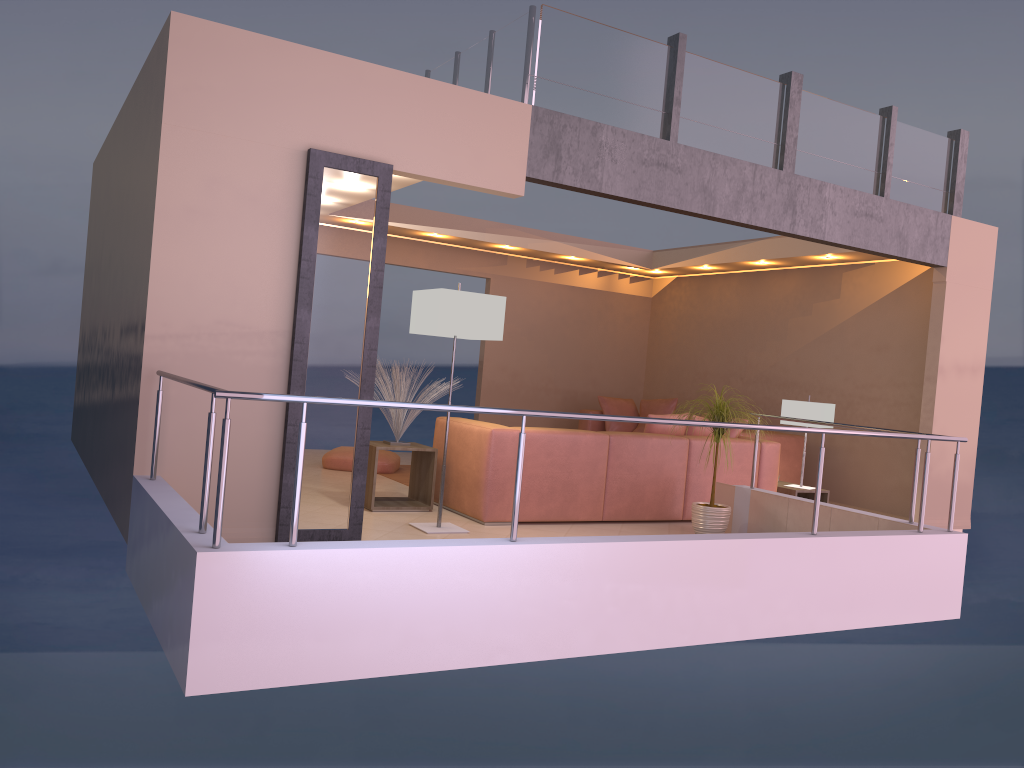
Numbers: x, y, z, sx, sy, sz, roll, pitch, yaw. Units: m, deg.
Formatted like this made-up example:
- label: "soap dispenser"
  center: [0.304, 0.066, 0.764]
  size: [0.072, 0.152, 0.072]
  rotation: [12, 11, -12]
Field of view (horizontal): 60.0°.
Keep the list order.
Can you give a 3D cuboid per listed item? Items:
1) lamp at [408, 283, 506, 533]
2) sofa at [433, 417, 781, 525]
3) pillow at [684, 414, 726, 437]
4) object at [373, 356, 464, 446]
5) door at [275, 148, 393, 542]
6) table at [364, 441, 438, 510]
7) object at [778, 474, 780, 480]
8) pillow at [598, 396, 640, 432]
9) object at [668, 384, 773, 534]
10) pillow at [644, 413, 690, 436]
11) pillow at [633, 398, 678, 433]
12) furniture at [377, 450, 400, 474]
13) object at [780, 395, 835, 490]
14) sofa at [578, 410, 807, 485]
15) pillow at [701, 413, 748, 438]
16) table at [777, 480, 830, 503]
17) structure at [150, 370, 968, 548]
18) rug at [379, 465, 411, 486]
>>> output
- label: "lamp"
  center: [-0.403, 0.140, 5.690]
  size: [0.454, 1.578, 0.454]
  rotation: [5, 1, -30]
- label: "sofa"
  center: [0.793, 0.686, 7.033]
  size: [2.781, 0.672, 0.943]
  rotation: [5, 1, -30]
- label: "pillow"
  center: [1.539, 0.472, 7.262]
  size: [0.255, 0.446, 0.492]
  rotation: [6, 1, 44]
- label: "object"
  center: [-0.763, 0.125, 6.311]
  size: [0.703, 0.634, 0.700]
  rotation: [5, 1, 17]
- label: "door"
  center: [-0.987, -0.183, 4.943]
  size: [0.480, 2.160, 0.056]
  rotation: [5, 1, -30]
- label: "table"
  center: [-0.850, 0.653, 6.394]
  size: [0.469, 0.436, 0.415]
  rotation: [5, 1, -30]
- label: "object"
  center: [2.296, 0.831, 7.705]
  size: [0.061, 0.091, 0.061]
  rotation: [5, 1, 11]
- label: "pillow"
  center: [1.321, 0.409, 10.671]
  size: [0.554, 0.486, 0.335]
  rotation: [4, 1, -33]
- label: "object"
  center: [1.426, 0.546, 6.180]
  size: [0.729, 1.088, 0.703]
  rotation: [6, 1, 29]
- label: "pillow"
  center: [1.197, 0.447, 7.071]
  size: [0.470, 0.468, 0.211]
  rotation: [4, 1, -34]
- label: "pillow"
  center: [1.677, 0.403, 10.430]
  size: [0.582, 0.528, 0.302]
  rotation: [6, 1, 44]
- label: "furniture"
  center: [-1.431, 0.724, 8.461]
  size: [0.699, 0.226, 0.659]
  rotation: [5, 1, 0]
- label: "object"
  center: [2.539, 0.497, 7.677]
  size: [0.344, 0.799, 0.344]
  rotation: [6, 1, 39]
- label: "sofa"
  center: [1.851, 0.737, 9.790]
  size: [0.943, 0.672, 2.781]
  rotation: [5, 1, -30]
- label: "pillow"
  center: [1.704, 0.488, 7.572]
  size: [0.314, 0.455, 0.519]
  rotation: [4, 1, -33]
- label: "table"
  center: [2.316, 1.010, 7.920]
  size: [0.412, 0.268, 0.918]
  rotation: [5, 1, -30]
- label: "structure"
  center: [0.371, 0.387, 4.771]
  size: [4.176, 0.541, 1.663]
  rotation: [5, 1, -30]
- label: "rug"
  center: [0.023, 0.929, 8.601]
  size: [2.626, 0.005, 1.833]
  rotation: [5, 1, -30]
